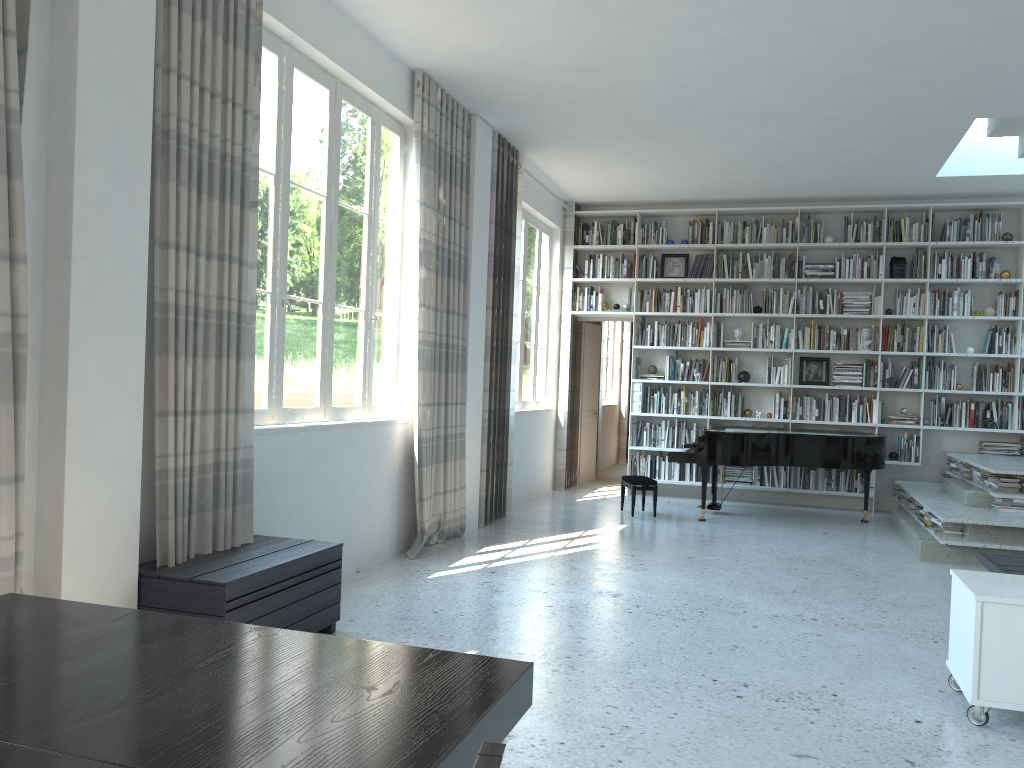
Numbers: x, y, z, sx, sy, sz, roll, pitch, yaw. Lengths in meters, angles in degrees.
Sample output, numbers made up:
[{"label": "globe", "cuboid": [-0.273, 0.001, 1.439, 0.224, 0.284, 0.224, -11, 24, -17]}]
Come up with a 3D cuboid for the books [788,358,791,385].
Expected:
[{"label": "books", "cuboid": [2.948, -0.132, 9.419, 0.021, 0.281, 0.162, 2, 1, 17]}]

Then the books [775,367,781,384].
[{"label": "books", "cuboid": [2.840, -0.089, 9.458, 0.057, 0.188, 0.156, 2, 1, 17]}]

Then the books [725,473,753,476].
[{"label": "books", "cuboid": [2.459, 0.974, 9.592, 0.285, 0.007, 0.159, 2, 0, 17]}]

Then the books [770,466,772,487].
[{"label": "books", "cuboid": [2.766, 0.955, 9.472, 0.012, 0.275, 0.180, 2, 1, 17]}]

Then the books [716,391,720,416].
[{"label": "books", "cuboid": [2.237, 0.212, 9.634, 0.012, 0.272, 0.181, 2, 1, 17]}]

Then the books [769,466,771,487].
[{"label": "books", "cuboid": [2.756, 0.976, 9.483, 0.011, 0.232, 0.174, 2, 1, 17]}]

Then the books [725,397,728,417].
[{"label": "books", "cuboid": [2.331, 0.245, 9.614, 0.021, 0.215, 0.172, 2, 1, 17]}]

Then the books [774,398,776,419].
[{"label": "books", "cuboid": [2.812, 0.258, 9.485, 0.015, 0.225, 0.148, 2, 1, 17]}]

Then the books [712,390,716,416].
[{"label": "books", "cuboid": [2.200, 0.206, 9.657, 0.013, 0.283, 0.146, 2, 1, 17]}]

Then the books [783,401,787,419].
[{"label": "books", "cuboid": [2.910, 0.277, 9.459, 0.031, 0.194, 0.142, 2, 1, 17]}]

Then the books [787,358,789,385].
[{"label": "books", "cuboid": [2.931, -0.131, 9.421, 0.011, 0.279, 0.187, 2, 1, 17]}]

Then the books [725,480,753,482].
[{"label": "books", "cuboid": [2.452, 1.043, 9.584, 0.285, 0.007, 0.159, 2, 0, 13]}]

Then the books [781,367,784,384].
[{"label": "books", "cuboid": [2.880, -0.087, 9.451, 0.024, 0.188, 0.172, 2, 1, 17]}]

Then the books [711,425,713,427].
[{"label": "books", "cuboid": [2.181, 0.587, 9.677, 0.023, 0.266, 0.134, 2, 1, 17]}]

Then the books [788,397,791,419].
[{"label": "books", "cuboid": [2.962, 0.255, 9.456, 0.019, 0.242, 0.107, 2, 1, 17]}]

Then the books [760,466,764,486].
[{"label": "books", "cuboid": [2.683, 0.970, 9.520, 0.028, 0.238, 0.136, 2, 1, 17]}]

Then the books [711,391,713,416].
[{"label": "books", "cuboid": [2.190, 0.209, 9.670, 0.013, 0.275, 0.147, 2, 1, 17]}]

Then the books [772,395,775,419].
[{"label": "books", "cuboid": [2.798, 0.243, 9.482, 0.012, 0.254, 0.161, 2, 1, 17]}]

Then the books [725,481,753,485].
[{"label": "books", "cuboid": [2.454, 1.070, 9.594, 0.285, 0.007, 0.159, 2, 0, 17]}]

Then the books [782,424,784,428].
[{"label": "books", "cuboid": [2.882, 0.586, 9.445, 0.013, 0.320, 0.173, 2, 1, 17]}]

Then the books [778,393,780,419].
[{"label": "books", "cuboid": [2.850, 0.233, 9.469, 0.010, 0.277, 0.155, 2, 1, 17]}]

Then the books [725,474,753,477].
[{"label": "books", "cuboid": [2.458, 0.981, 9.590, 0.285, 0.007, 0.159, 2, 0, 18]}]

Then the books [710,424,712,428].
[{"label": "books", "cuboid": [2.165, 0.577, 9.681, 0.012, 0.285, 0.159, 2, 1, 17]}]

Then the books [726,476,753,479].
[{"label": "books", "cuboid": [2.455, 1.008, 9.583, 0.285, 0.007, 0.159, 2, 0, 13]}]

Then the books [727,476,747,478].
[{"label": "books", "cuboid": [2.457, 1.001, 9.590, 0.254, 0.007, 0.161, 2, 0, 18]}]

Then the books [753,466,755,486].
[{"label": "books", "cuboid": [2.602, 0.959, 9.529, 0.012, 0.254, 0.161, 2, 1, 17]}]

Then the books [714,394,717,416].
[{"label": "books", "cuboid": [2.219, 0.228, 9.648, 0.030, 0.239, 0.157, 2, 1, 17]}]

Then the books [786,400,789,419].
[{"label": "books", "cuboid": [2.933, 0.274, 9.438, 0.024, 0.201, 0.158, 2, 1, 17]}]

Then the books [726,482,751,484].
[{"label": "books", "cuboid": [2.451, 1.063, 9.585, 0.254, 0.007, 0.161, 2, 0, 21]}]

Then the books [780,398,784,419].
[{"label": "books", "cuboid": [2.876, 0.262, 9.448, 0.029, 0.221, 0.153, 2, 1, 17]}]

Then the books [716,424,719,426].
[{"label": "books", "cuboid": [2.231, 0.578, 9.657, 0.013, 0.288, 0.161, 2, 1, 17]}]

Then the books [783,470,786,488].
[{"label": "books", "cuboid": [2.902, 1.008, 9.443, 0.024, 0.180, 0.171, 2, 1, 17]}]

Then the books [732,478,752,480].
[{"label": "books", "cuboid": [2.455, 1.015, 9.584, 0.254, 0.007, 0.161, 2, 0, 13]}]

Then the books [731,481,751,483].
[{"label": "books", "cuboid": [2.454, 1.049, 9.591, 0.254, 0.007, 0.161, 2, 0, 18]}]

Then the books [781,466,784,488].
[{"label": "books", "cuboid": [2.876, 0.966, 9.434, 0.024, 0.260, 0.189, 2, 1, 17]}]

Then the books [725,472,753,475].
[{"label": "books", "cuboid": [2.455, 0.962, 9.588, 0.285, 0.005, 0.159, 2, 0, 15]}]

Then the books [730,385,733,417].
[{"label": "books", "cuboid": [2.382, 0.185, 9.621, 0.013, 0.339, 0.138, 2, 1, 17]}]

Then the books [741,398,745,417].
[{"label": "books", "cuboid": [2.494, 0.252, 9.575, 0.023, 0.212, 0.160, 2, 1, 17]}]

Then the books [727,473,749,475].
[{"label": "books", "cuboid": [2.456, 0.968, 9.592, 0.254, 0.006, 0.161, 2, 0, 17]}]

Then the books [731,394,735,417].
[{"label": "books", "cuboid": [2.397, 0.234, 9.608, 0.029, 0.241, 0.135, 2, 1, 17]}]

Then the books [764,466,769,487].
[{"label": "books", "cuboid": [2.722, 0.964, 9.496, 0.062, 0.253, 0.177, 2, 1, 17]}]

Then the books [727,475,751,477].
[{"label": "books", "cuboid": [2.458, 0.988, 9.589, 0.254, 0.007, 0.161, 2, 0, 18]}]

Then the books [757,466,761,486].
[{"label": "books", "cuboid": [2.652, 0.987, 9.517, 0.029, 0.202, 0.178, 2, 1, 17]}]

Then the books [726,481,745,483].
[{"label": "books", "cuboid": [2.454, 1.056, 9.593, 0.254, 0.007, 0.161, 2, 0, 17]}]

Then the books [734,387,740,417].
[{"label": "books", "cuboid": [2.431, 0.192, 9.581, 0.050, 0.328, 0.166, 2, 1, 17]}]

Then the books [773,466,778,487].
[{"label": "books", "cuboid": [2.811, 0.956, 9.472, 0.073, 0.276, 0.181, 2, 1, 17]}]

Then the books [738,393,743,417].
[{"label": "books", "cuboid": [2.466, 0.227, 9.568, 0.027, 0.261, 0.163, 2, 1, 17]}]

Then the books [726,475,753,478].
[{"label": "books", "cuboid": [2.455, 0.994, 9.581, 0.285, 0.007, 0.159, 2, 0, 12]}]

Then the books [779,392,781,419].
[{"label": "books", "cuboid": [2.860, 0.227, 9.462, 0.014, 0.291, 0.132, 2, 1, 17]}]

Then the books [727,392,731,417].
[{"label": "books", "cuboid": [2.354, 0.218, 9.603, 0.027, 0.269, 0.185, 2, 1, 17]}]

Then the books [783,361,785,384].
[{"label": "books", "cuboid": [2.894, -0.115, 9.435, 0.012, 0.244, 0.171, 2, 1, 17]}]

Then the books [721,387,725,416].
[{"label": "books", "cuboid": [2.292, 0.194, 9.625, 0.014, 0.313, 0.166, 2, 1, 17]}]

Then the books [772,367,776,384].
[{"label": "books", "cuboid": [2.803, -0.088, 9.485, 0.030, 0.183, 0.154, 2, 1, 17]}]

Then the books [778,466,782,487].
[{"label": "books", "cuboid": [2.862, 0.966, 9.471, 0.025, 0.259, 0.132, 2, 1, 17]}]

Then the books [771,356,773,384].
[{"label": "books", "cuboid": [2.783, -0.146, 9.484, 0.012, 0.298, 0.166, 2, 1, 17]}]

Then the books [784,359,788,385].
[{"label": "books", "cuboid": [2.916, -0.127, 9.435, 0.027, 0.269, 0.178, 2, 1, 17]}]

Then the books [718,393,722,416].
[{"label": "books", "cuboid": [2.265, 0.226, 9.634, 0.042, 0.248, 0.162, 2, 1, 17]}]

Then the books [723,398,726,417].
[{"label": "books", "cuboid": [2.310, 0.253, 9.625, 0.024, 0.196, 0.157, 2, 1, 17]}]

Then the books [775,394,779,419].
[{"label": "books", "cuboid": [2.828, 0.236, 9.462, 0.027, 0.269, 0.159, 2, 1, 17]}]

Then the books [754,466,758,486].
[{"label": "books", "cuboid": [2.628, 0.954, 9.537, 0.031, 0.265, 0.144, 2, 1, 17]}]
